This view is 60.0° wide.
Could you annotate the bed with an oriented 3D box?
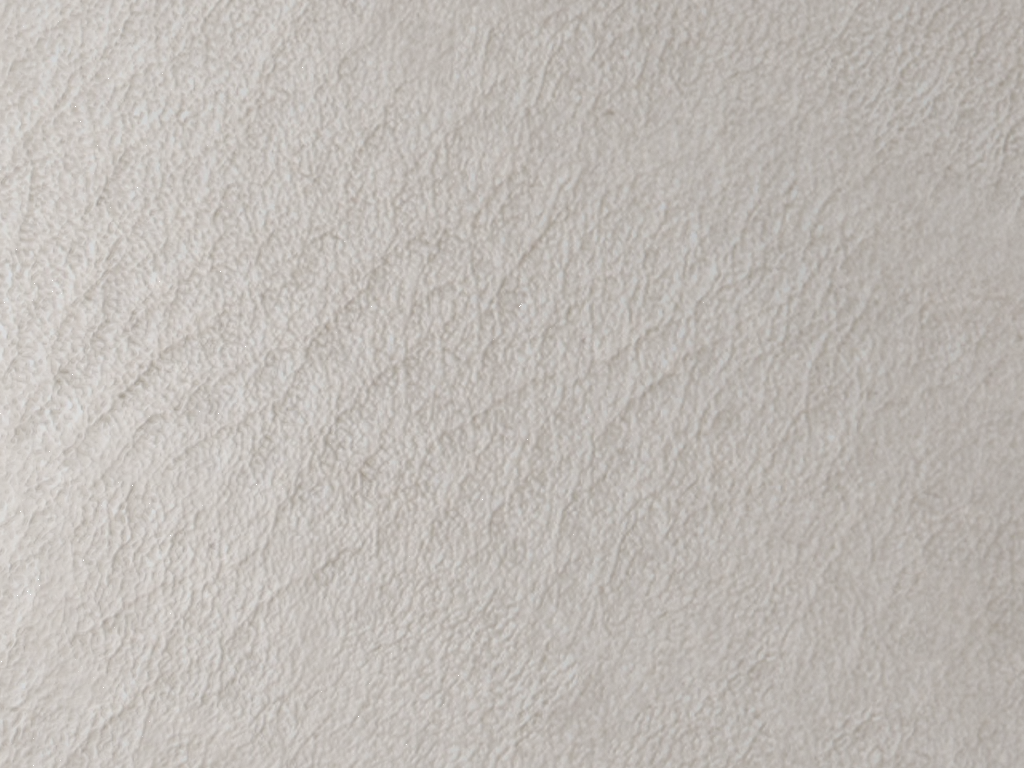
[{"bbox_3d":[0.436,0.242,0.365,2.022,0.422,2.200,0,90,0],"label":"bed"}]
